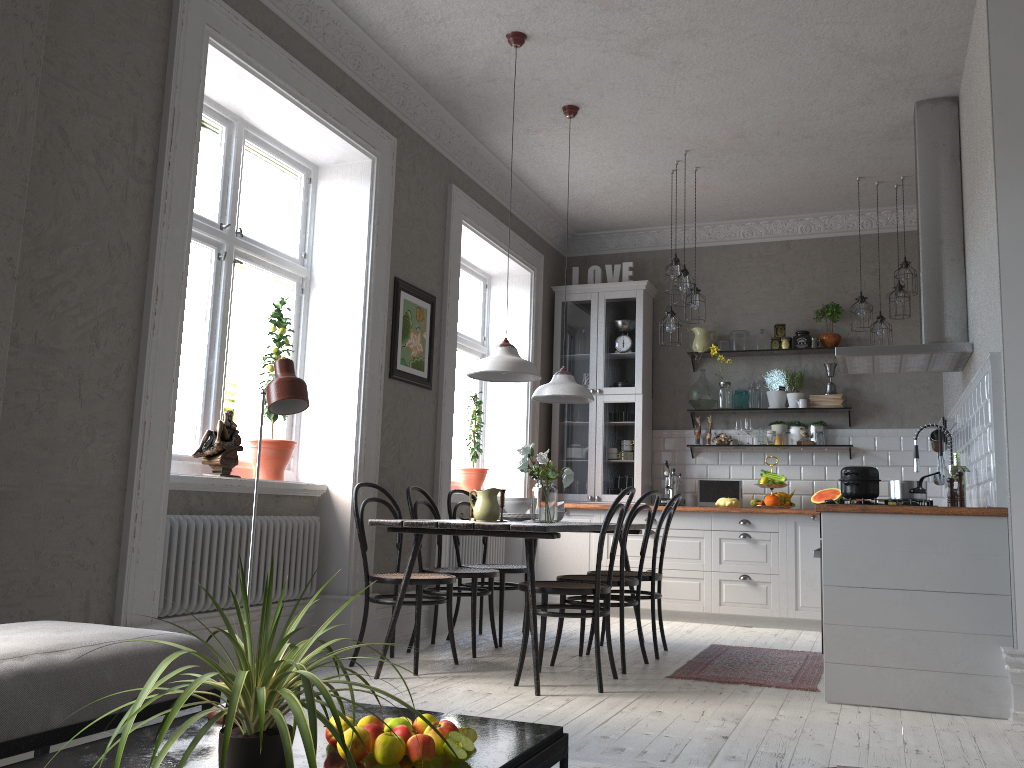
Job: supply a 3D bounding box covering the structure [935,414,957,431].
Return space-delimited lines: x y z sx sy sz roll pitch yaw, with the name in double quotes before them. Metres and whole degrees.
"structure" 2.895 0.291 5.936 0.093 0.053 1.101 -2 -9 22

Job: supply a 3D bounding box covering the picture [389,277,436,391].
"picture" -0.608 -0.301 5.507 0.019 0.620 0.528 -1 -9 22

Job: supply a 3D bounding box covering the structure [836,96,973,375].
"structure" 2.344 -0.906 5.388 0.703 1.596 0.722 -1 -9 21

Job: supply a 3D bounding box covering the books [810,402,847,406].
"books" 2.558 0.166 7.171 0.256 0.016 0.160 -3 -9 30

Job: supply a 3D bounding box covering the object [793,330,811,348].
"object" 2.404 -0.352 7.326 0.140 0.174 0.144 -1 -9 21

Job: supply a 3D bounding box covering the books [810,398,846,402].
"books" 2.559 0.134 7.175 0.256 0.011 0.160 -3 -9 27

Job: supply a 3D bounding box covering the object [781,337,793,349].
"object" 2.270 -0.326 7.317 0.081 0.113 0.084 -3 -10 31

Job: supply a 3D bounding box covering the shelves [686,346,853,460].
"shelves" 2.120 0.187 7.326 1.298 0.923 0.232 -1 -9 21

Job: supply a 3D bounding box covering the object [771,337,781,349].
"object" 2.191 -0.323 7.351 0.081 0.113 0.084 -1 -9 21

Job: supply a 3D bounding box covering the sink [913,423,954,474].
"sink" 2.132 0.568 4.799 0.521 0.720 0.493 -1 -9 21

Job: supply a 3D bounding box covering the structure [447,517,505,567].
"structure" -0.321 1.205 6.559 0.147 0.428 1.239 -1 -9 20

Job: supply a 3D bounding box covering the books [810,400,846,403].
"books" 2.558 0.145 7.174 0.257 0.011 0.160 -2 -9 24

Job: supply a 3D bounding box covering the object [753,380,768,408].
"object" 2.083 0.101 7.453 0.129 0.264 0.133 -2 -9 27

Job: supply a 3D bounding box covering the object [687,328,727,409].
"object" 1.601 -0.117 7.493 0.337 0.674 0.335 3 -8 -10

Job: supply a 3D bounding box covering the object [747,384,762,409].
"object" 2.003 0.108 7.317 0.122 0.206 0.127 -6 -11 44

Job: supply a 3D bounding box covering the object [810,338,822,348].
"object" 2.468 -0.330 7.190 0.092 0.096 0.075 -2 -9 22

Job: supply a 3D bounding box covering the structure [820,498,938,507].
"structure" 1.749 0.570 4.235 0.489 0.031 0.614 -2 -9 22

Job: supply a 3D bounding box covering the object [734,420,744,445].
"object" 1.893 0.409 7.390 0.081 0.217 0.082 1 -8 8

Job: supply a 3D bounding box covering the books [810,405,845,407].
"books" 2.557 0.188 7.167 0.256 0.011 0.160 -3 -9 27

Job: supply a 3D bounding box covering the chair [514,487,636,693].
"chair" 0.303 0.944 4.196 0.542 0.921 0.443 -1 -9 19

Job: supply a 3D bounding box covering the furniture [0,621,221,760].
"furniture" -1.175 0.801 1.978 0.575 0.476 0.839 -2 -9 22

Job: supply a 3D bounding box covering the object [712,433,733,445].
"object" 1.750 0.461 7.392 0.177 0.111 0.096 2 -8 -2

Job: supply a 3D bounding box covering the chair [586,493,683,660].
"chair" 0.707 1.090 5.136 0.542 0.921 0.443 -1 -9 19

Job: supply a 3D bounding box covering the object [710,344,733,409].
"object" 1.743 -0.060 7.382 0.190 0.540 0.283 0 -8 14

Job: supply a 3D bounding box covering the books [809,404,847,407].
"books" 2.557 0.177 7.169 0.256 0.016 0.161 -4 -10 33

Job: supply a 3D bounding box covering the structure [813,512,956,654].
"structure" 1.759 0.929 4.170 0.609 0.623 0.631 -1 -9 21

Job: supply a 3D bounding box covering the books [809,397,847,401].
"books" 2.559 0.124 7.177 0.256 0.016 0.161 -4 -10 33

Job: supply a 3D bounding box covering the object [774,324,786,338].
"object" 2.221 -0.437 7.344 0.083 0.113 0.083 2 -8 2

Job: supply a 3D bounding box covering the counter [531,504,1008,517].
"counter" 1.260 0.815 5.803 3.117 0.039 3.438 -2 -9 21

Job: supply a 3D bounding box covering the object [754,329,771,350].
"object" 2.121 -0.358 7.494 0.142 0.220 0.138 5 -9 -19

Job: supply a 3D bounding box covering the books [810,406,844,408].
"books" 2.556 0.199 7.166 0.257 0.011 0.160 -2 -9 24

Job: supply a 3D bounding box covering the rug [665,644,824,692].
"rug" 1.325 1.511 4.780 0.726 0.014 1.307 -2 -9 22

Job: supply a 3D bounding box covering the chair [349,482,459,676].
"chair" -0.552 0.968 4.532 0.539 0.921 0.445 -3 -9 29

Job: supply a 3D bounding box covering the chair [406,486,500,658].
"chair" -0.341 1.048 5.049 0.542 0.921 0.443 -1 -9 19

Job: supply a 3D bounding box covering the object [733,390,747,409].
"object" 1.922 0.141 7.440 0.124 0.172 0.128 -2 -9 25

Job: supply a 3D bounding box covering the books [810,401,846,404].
"books" 2.558 0.156 7.172 0.256 0.011 0.160 -3 -9 27

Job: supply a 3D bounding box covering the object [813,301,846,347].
"object" 2.605 -0.474 7.218 0.246 0.397 0.255 10 -11 -43

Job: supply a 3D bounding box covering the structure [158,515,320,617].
"structure" -1.295 0.839 4.208 0.147 0.428 1.239 -1 -9 20

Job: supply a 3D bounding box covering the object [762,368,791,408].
"object" 2.212 0.042 7.346 0.240 0.354 0.239 -5 -11 39

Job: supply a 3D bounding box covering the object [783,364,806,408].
"object" 2.316 0.020 7.254 0.186 0.380 0.167 5 -9 -17

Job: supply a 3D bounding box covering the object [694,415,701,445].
"object" 1.575 0.397 7.512 0.053 0.264 0.061 3 -8 -7

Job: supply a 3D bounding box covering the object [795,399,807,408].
"object" 2.347 0.161 7.150 0.064 0.071 0.104 8 -10 -38

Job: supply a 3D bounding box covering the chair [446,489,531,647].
"chair" -0.138 1.118 5.494 0.538 0.921 0.446 -4 -10 34

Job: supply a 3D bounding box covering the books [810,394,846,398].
"books" 2.560 0.102 7.180 0.256 0.011 0.160 -3 -9 27

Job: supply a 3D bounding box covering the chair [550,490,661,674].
"chair" 0.504 1.021 4.693 0.539 0.921 0.445 -3 -9 29

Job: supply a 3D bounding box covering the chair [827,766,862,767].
"chair" 0.854 0.614 1.090 1.002 0.721 0.514 -1 -9 21

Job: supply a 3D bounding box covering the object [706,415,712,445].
"object" 1.667 0.392 7.461 0.062 0.264 0.052 7 -10 -32

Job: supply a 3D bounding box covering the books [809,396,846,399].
"books" 2.560 0.113 7.178 0.256 0.016 0.160 -3 -9 30

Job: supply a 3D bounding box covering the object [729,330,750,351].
"object" 1.918 -0.350 7.466 0.175 0.184 0.169 6 -9 -29
